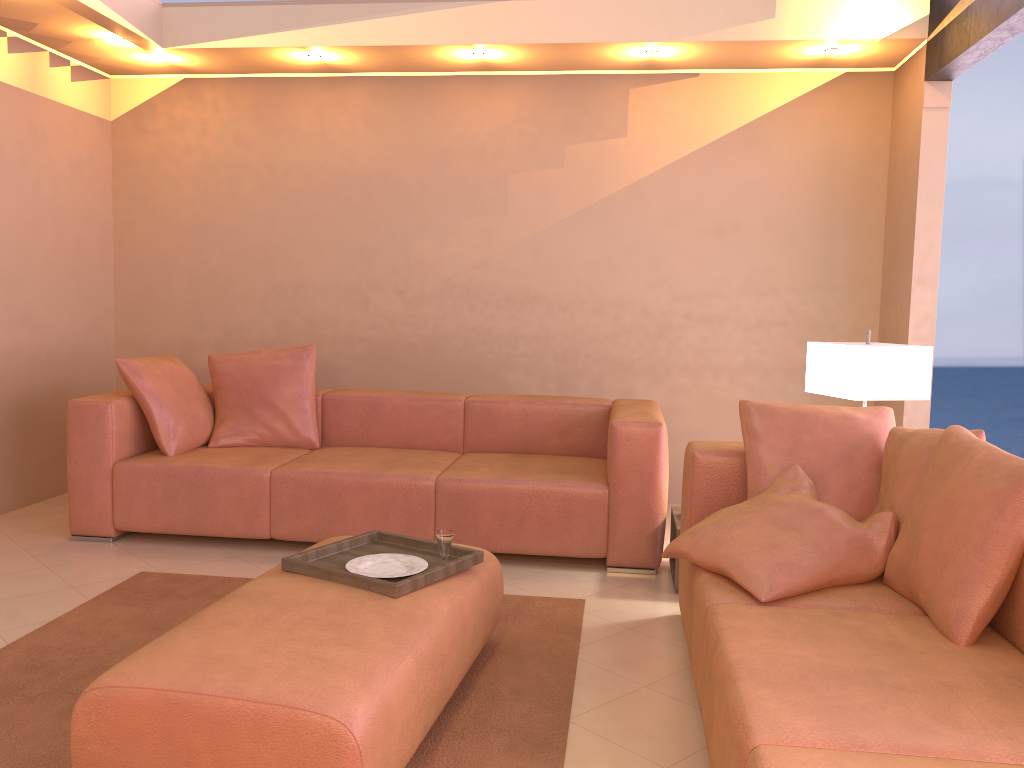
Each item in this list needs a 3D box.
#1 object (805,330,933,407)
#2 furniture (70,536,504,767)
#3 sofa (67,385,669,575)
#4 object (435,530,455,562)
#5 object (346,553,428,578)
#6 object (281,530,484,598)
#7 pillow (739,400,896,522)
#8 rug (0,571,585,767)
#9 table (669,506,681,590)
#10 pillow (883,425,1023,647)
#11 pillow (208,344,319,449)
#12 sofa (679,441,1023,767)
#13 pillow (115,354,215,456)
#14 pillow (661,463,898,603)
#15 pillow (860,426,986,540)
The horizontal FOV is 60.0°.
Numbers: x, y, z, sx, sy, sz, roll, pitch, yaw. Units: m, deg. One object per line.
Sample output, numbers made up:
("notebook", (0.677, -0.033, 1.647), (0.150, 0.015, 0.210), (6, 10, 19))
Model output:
("object", (1.438, 0.181, 3.631), (0.344, 0.799, 0.344), (0, 5, -14))
("furniture", (-0.487, 0.713, 2.442), (0.685, 0.301, 1.291), (2, 5, 12))
("sofa", (-0.654, 0.399, 4.385), (2.781, 0.672, 0.943), (2, 5, 7))
("object", (-0.206, 0.497, 2.708), (0.061, 0.091, 0.061), (1, 5, -8))
("object", (-0.366, 0.539, 2.600), (0.240, 0.018, 0.240), (-2, 6, -29))
("object", (-0.382, 0.529, 2.665), (0.436, 0.034, 0.421), (4, 6, 32))
("pillow", (1.022, 0.300, 2.909), (0.519, 0.455, 0.314), (2, 5, 3))
("rug", (-0.787, 0.921, 2.263), (1.833, 0.005, 2.626), (2, 5, 7))
("table", (1.132, 0.706, 3.677), (0.918, 0.268, 0.412), (2, 5, 7))
("pillow", (1.119, 0.360, 2.204), (0.211, 0.468, 0.470), (2, 5, 2))
("pillow", (-1.285, 0.059, 4.580), (0.582, 0.528, 0.302), (0, 5, -9))
("sofa", (0.918, 0.658, 1.898), (0.943, 0.672, 2.781), (2, 5, 7))
("pillow", (-1.691, 0.103, 4.444), (0.335, 0.486, 0.554), (2, 5, 3))
("pillow", (0.778, 0.414, 2.603), (0.514, 0.292, 0.517), (-1, 6, -24))
("pillow", (1.171, 0.325, 2.591), (0.255, 0.446, 0.492), (0, 5, -9))
